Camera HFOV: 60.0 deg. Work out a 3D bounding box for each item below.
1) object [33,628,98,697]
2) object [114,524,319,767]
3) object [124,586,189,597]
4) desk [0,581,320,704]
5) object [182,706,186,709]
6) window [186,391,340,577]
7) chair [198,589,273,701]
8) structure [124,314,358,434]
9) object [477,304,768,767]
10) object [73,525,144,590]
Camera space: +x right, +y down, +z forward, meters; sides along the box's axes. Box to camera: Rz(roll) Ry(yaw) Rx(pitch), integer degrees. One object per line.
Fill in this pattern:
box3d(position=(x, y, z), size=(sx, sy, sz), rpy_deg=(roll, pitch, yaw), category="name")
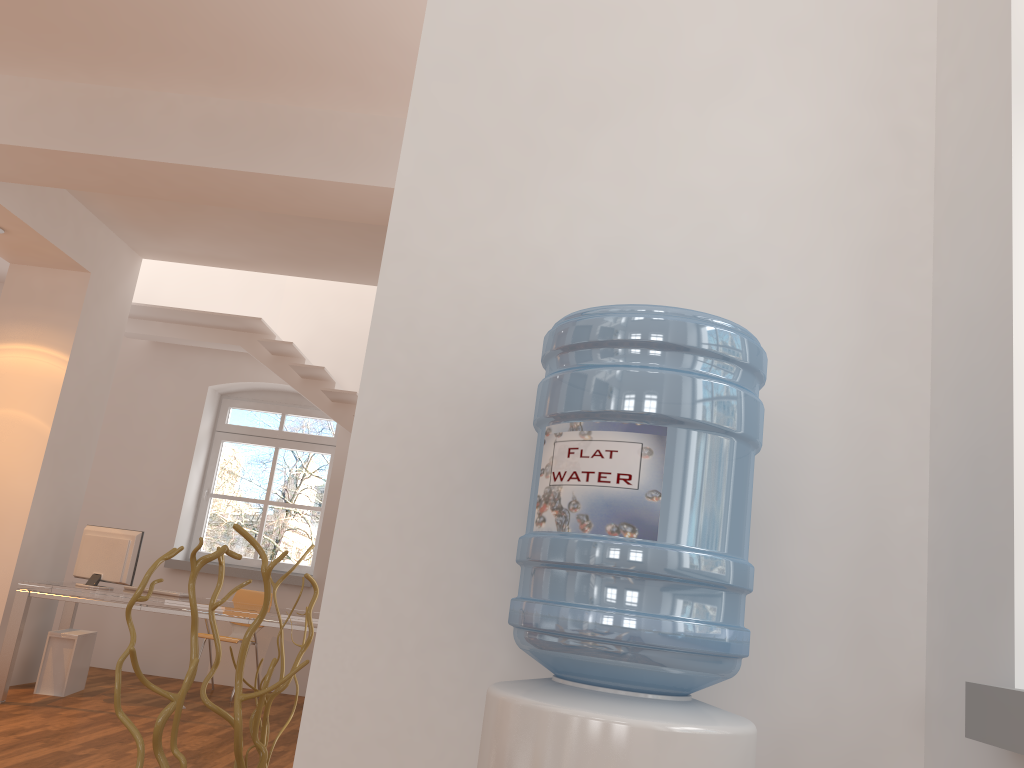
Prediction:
box3d(position=(-3.186, 1.989, 6.348), size=(0.200, 0.422, 0.474), rpy_deg=(9, -14, -7), category="object")
box3d(position=(-0.591, 0.862, 1.853), size=(0.284, 1.112, 0.655), rpy_deg=(2, -15, 23), category="object")
box3d(position=(-2.614, 1.532, 6.555), size=(0.467, 0.031, 0.200), rpy_deg=(5, -14, 12), category="object")
box3d(position=(-2.205, 1.922, 6.272), size=(2.239, 0.750, 1.092), rpy_deg=(9, -14, -7), category="desk")
box3d(position=(-2.343, 2.278, 6.248), size=(0.054, 0.035, 0.115), rpy_deg=(5, -14, 12), category="object")
box3d(position=(-2.322, 0.918, 8.529), size=(1.308, 1.737, 0.142), rpy_deg=(7, -14, 3), category="window")
box3d(position=(-2.277, 2.094, 7.209), size=(0.495, 0.829, 0.464), rpy_deg=(3, -14, 17), category="chair")
box3d(position=(-1.398, 0.877, 6.386), size=(4.630, 3.042, 3.450), rpy_deg=(7, -14, 3), category="structure")
box3d(position=(0.148, 0.638, 1.339), size=(0.436, 1.490, 0.436), rpy_deg=(10, -14, -12), category="object")
box3d(position=(-2.877, 1.210, 6.206), size=(0.516, 0.418, 0.245), rpy_deg=(-1, -16, 32), category="object")
